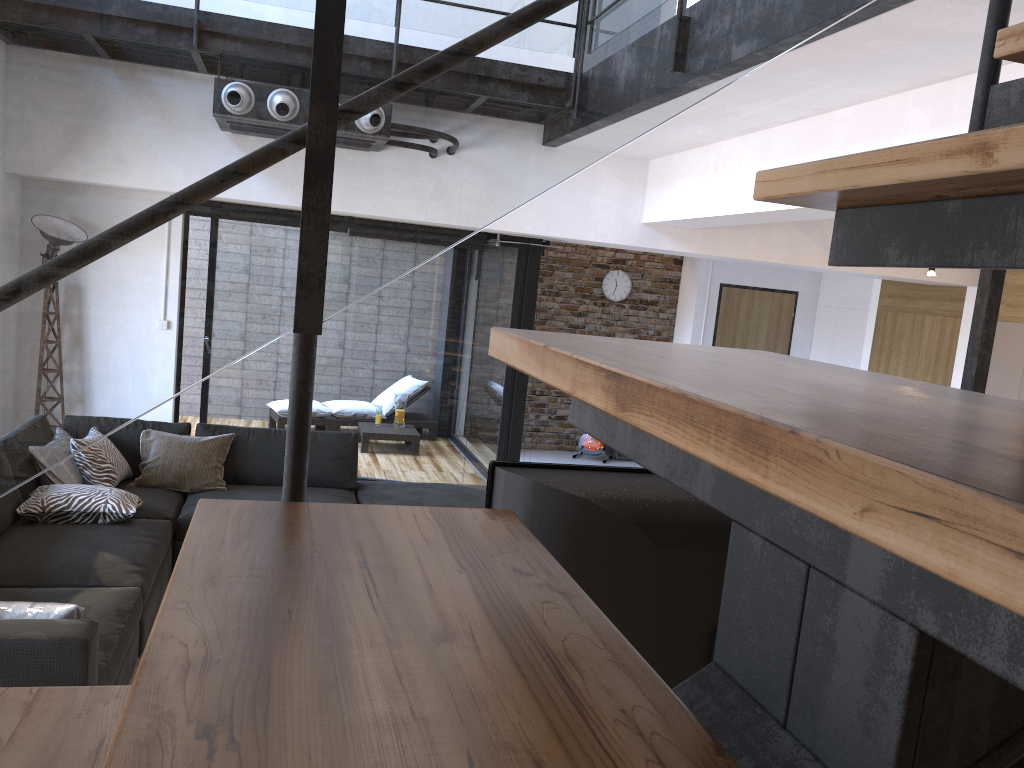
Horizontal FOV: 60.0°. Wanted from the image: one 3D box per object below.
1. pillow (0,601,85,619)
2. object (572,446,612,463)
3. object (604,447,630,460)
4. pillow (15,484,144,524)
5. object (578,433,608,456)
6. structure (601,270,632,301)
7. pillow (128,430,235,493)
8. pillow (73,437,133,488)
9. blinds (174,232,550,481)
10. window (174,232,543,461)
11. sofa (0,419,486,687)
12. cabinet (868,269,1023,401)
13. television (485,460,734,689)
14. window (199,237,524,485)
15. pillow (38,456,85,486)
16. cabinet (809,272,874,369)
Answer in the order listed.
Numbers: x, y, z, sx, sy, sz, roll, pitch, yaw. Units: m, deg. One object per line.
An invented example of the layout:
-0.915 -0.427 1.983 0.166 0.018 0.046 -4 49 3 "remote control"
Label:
-1.555 0.767 2.723 0.499 0.266 0.211 4 7 -14 "pillow"
0.948 0.563 10.091 0.389 0.589 0.330 8 8 20 "object"
1.511 0.405 10.351 0.696 0.938 0.357 4 8 -15 "object"
-2.083 0.589 4.289 0.531 0.178 0.355 4 7 -17 "pillow"
1.013 0.367 10.182 0.330 0.875 0.524 8 8 19 "object"
1.204 -1.134 10.226 0.360 0.361 0.040 4 8 -15 "structure"
-1.881 0.442 5.059 0.547 0.310 0.272 4 7 -15 "pillow"
-2.234 0.405 4.810 0.250 0.315 0.530 5 7 -11 "pillow"
-0.621 -0.229 7.402 1.826 2.056 3.858 10 8 29 "blinds"
-0.650 -1.280 2.824 5.665 5.578 13.369 4 7 -15 "window"
-1.118 0.780 4.146 2.999 0.702 3.037 4 7 -15 "sofa"
3.947 0.422 4.056 2.474 2.877 9.096 4 7 -15 "cabinet"
0.532 0.521 1.111 1.207 0.785 0.136 4 8 -15 "television"
-1.220 -0.225 6.972 2.448 2.055 0.100 6 7 2 "window"
-2.372 0.425 4.712 0.235 0.294 0.610 4 7 -14 "pillow"
3.738 -0.231 9.656 0.020 2.121 1.706 4 7 -15 "cabinet"
